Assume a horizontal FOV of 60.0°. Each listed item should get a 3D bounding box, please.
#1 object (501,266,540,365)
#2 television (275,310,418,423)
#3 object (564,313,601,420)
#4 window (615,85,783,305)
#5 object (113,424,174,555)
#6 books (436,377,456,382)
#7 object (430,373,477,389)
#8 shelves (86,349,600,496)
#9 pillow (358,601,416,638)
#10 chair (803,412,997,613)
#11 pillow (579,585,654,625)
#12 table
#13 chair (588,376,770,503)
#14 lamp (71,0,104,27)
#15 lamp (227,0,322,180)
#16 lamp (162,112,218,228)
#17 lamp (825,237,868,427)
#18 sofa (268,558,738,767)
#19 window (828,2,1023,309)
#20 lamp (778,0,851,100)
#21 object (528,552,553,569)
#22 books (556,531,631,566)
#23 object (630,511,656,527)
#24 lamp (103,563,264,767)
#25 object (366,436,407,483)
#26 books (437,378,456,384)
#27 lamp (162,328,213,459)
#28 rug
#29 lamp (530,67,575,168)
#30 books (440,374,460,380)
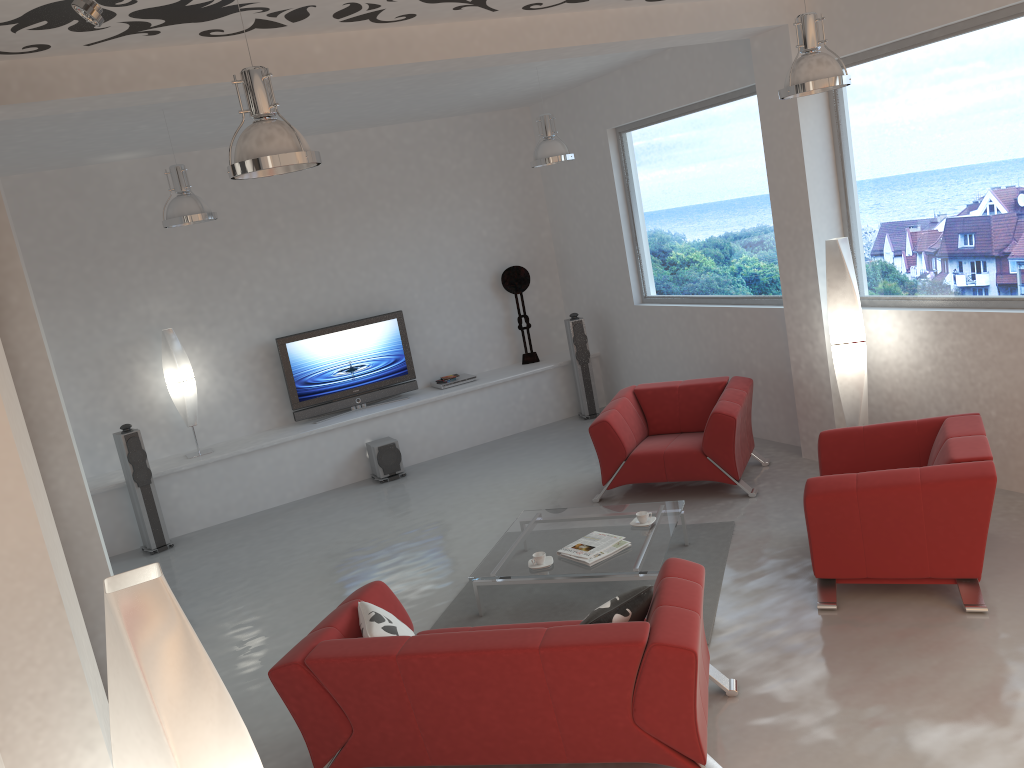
[{"bbox_3d":[0.117,-0.790,10.129,0.331,1.130,0.108,-11,11,0],"label":"object"},{"bbox_3d":[-1.699,-0.179,9.294,1.356,0.919,0.343,-16,12,-24],"label":"television"},{"bbox_3d":[0.773,-0.210,9.829,0.255,1.184,0.273,-12,11,-9],"label":"object"},{"bbox_3d":[1.774,-1.620,8.073,0.100,1.800,2.400,-16,12,-24],"label":"window"},{"bbox_3d":[-3.315,0.924,7.931,0.255,1.184,0.273,-19,14,-39],"label":"object"},{"bbox_3d":[-0.728,-0.051,9.758,0.135,0.015,0.190,0,15,44],"label":"books"},{"bbox_3d":[-0.647,-0.034,9.826,0.430,0.045,0.352,-16,12,-24],"label":"object"},{"bbox_3d":[-1.556,0.298,9.282,5.500,0.050,0.650,-16,12,-24],"label":"shelves"},{"bbox_3d":[-0.537,1.193,4.091,0.288,0.343,0.402,-14,11,-17],"label":"pillow"},{"bbox_3d":[2.217,0.668,5.086,0.951,0.738,1.288,-6,12,25],"label":"chair"},{"bbox_3d":[0.417,1.066,3.826,0.402,0.343,0.288,-17,13,-31],"label":"pillow"},{"bbox_3d":[0.472,1.110,5.665,1.162,0.286,1.097,-7,11,20],"label":"table"},{"bbox_3d":[1.331,0.434,7.154,1.288,0.738,0.951,-6,12,25],"label":"chair"},{"bbox_3d":[-1.594,-1.427,3.314,0.112,0.176,0.118,-7,11,17],"label":"lamp"},{"bbox_3d":[-1.045,-1.264,3.589,0.379,0.800,0.379,-17,13,-31],"label":"lamp"},{"bbox_3d":[-2.368,-1.535,6.268,0.379,0.800,0.379,-16,12,-28],"label":"lamp"},{"bbox_3d":[2.425,-0.155,6.355,0.313,1.779,0.313,-17,13,-32],"label":"lamp"},{"bbox_3d":[-0.012,1.298,3.990,1.929,0.738,0.951,-8,11,15],"label":"sofa"},{"bbox_3d":[3.009,-1.367,5.572,0.100,1.800,2.400,-16,12,-24],"label":"window"},{"bbox_3d":[1.600,-1.998,4.821,0.379,0.800,0.379,-10,11,4],"label":"lamp"},{"bbox_3d":[0.168,1.051,5.312,0.153,0.069,0.153,-10,11,2],"label":"object"},{"bbox_3d":[0.495,0.992,5.392,0.367,0.035,0.345,-18,13,-34],"label":"books"},{"bbox_3d":[0.833,0.859,5.662,0.153,0.069,0.153,-4,13,31],"label":"object"},{"bbox_3d":[-0.622,1.259,1.998,0.313,1.779,0.313,-14,11,-16],"label":"lamp"},{"bbox_3d":[-1.278,0.764,8.950,0.336,0.374,0.337,-16,12,-24],"label":"object"},{"bbox_3d":[-0.723,-0.037,9.758,0.135,0.015,0.190,-4,12,30],"label":"books"},{"bbox_3d":[-3.153,0.079,8.510,0.263,1.239,0.263,-17,13,-32],"label":"lamp"},{"bbox_3d":[0.494,1.253,5.681,1.700,0.025,1.700,-7,11,20],"label":"rug"},{"bbox_3d":[0.278,-2.269,7.500,0.379,0.800,0.379,-8,11,15],"label":"lamp"},{"bbox_3d":[-0.684,-0.078,9.771,0.190,0.015,0.135,-13,11,-14],"label":"books"}]
